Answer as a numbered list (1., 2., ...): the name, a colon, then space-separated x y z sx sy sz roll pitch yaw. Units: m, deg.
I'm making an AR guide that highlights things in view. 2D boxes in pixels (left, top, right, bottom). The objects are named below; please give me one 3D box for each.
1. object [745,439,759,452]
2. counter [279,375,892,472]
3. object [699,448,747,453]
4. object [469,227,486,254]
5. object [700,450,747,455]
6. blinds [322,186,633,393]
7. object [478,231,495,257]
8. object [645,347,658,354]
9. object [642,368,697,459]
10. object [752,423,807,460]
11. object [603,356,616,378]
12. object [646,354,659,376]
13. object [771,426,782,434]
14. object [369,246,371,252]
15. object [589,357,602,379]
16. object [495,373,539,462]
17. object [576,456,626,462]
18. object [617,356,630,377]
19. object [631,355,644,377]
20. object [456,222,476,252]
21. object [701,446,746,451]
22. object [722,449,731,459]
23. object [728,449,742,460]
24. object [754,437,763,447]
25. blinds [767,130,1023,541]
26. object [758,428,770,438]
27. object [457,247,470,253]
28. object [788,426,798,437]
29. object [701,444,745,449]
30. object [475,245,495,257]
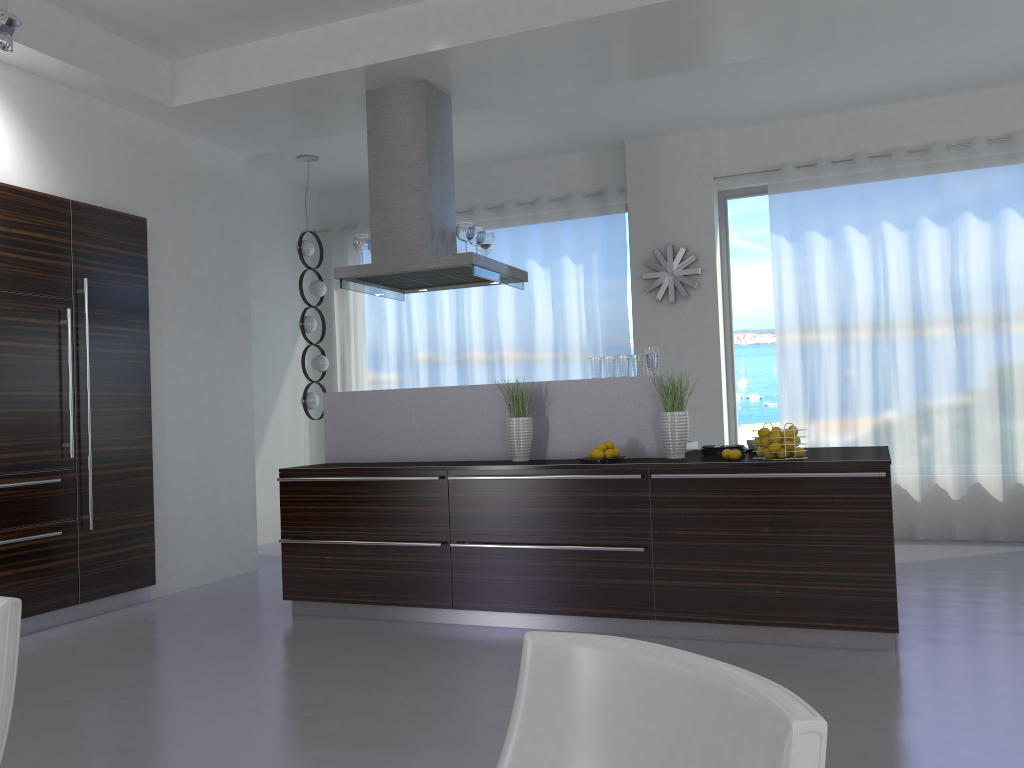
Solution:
1. object: 1.383 0.354 5.076 0.153 0.069 0.153 -1 -2 -34
2. counter: 0.414 0.629 5.142 3.291 1.300 1.302 -3 -2 22
3. object: 1.166 0.370 4.896 0.232 0.020 0.232 -3 -2 31
4. object: -0.229 -0.890 5.700 0.125 0.221 0.125 0 -3 -43
5. object: 1.166 0.380 4.895 0.232 0.020 0.232 -3 -2 31
6. blinds: -0.433 -0.143 8.501 3.245 3.112 0.120 -3 -2 22
7. object: -0.173 -0.888 5.836 0.125 0.221 0.125 0 -3 -43
8. object: 0.770 -0.143 4.870 0.071 0.119 0.072 -1 -2 -28
9. object: 0.855 0.140 4.641 0.269 0.502 0.247 -1 -2 -25
10. object: 1.299 0.276 4.316 0.189 0.174 0.207 -2 -2 -13
11. object: 0.548 -0.092 4.961 0.071 0.119 0.072 -1 -2 -28
12. object: 0.772 -0.104 4.869 0.071 0.119 0.072 -1 -2 -28
13. object: 1.288 0.233 4.321 0.051 0.053 0.063 -3 -2 24
14. object: -0.895 -0.857 5.949 0.125 0.221 0.125 0 -3 -43
15. object: 0.473 -0.089 4.992 0.072 0.119 0.071 -2 -2 -18
16. object: 0.024 0.182 4.957 0.269 0.502 0.247 -3 -2 23
17. object: 0.473 0.398 4.699 0.232 0.020 0.232 -3 -2 31
18. object: 0.622 -0.096 4.930 0.071 0.119 0.072 -1 -2 -28
19. object: 0.697 -0.100 4.900 0.071 0.119 0.072 -1 -2 -28
20. object: -0.288 -0.893 5.554 0.125 0.221 0.125 0 -3 -43
21. object: 1.165 0.360 4.896 0.232 0.020 0.232 -3 -2 26
22. object: 1.076 0.350 4.423 0.053 0.051 0.063 -2 -2 -9
23. object: 1.096 0.348 4.362 0.063 0.051 0.053 -3 -2 26
24. object: 1.221 0.284 4.364 0.053 0.051 0.063 -2 -2 -9
25. blinds: 3.508 -0.348 6.878 2.830 3.112 0.120 -3 -2 22
26. object: 1.229 0.239 4.325 0.053 0.051 0.063 -2 -2 -20
27. object: -0.354 -0.847 6.150 0.137 0.174 0.137 -2 -2 -13
28. object: 1.364 0.232 4.310 0.050 0.060 0.059 -3 -2 22
29. object: 1.035 0.296 5.036 0.269 0.147 0.646 0 -3 -43
30. object: -0.179 -0.857 6.078 0.137 0.174 0.137 -2 -2 -13
